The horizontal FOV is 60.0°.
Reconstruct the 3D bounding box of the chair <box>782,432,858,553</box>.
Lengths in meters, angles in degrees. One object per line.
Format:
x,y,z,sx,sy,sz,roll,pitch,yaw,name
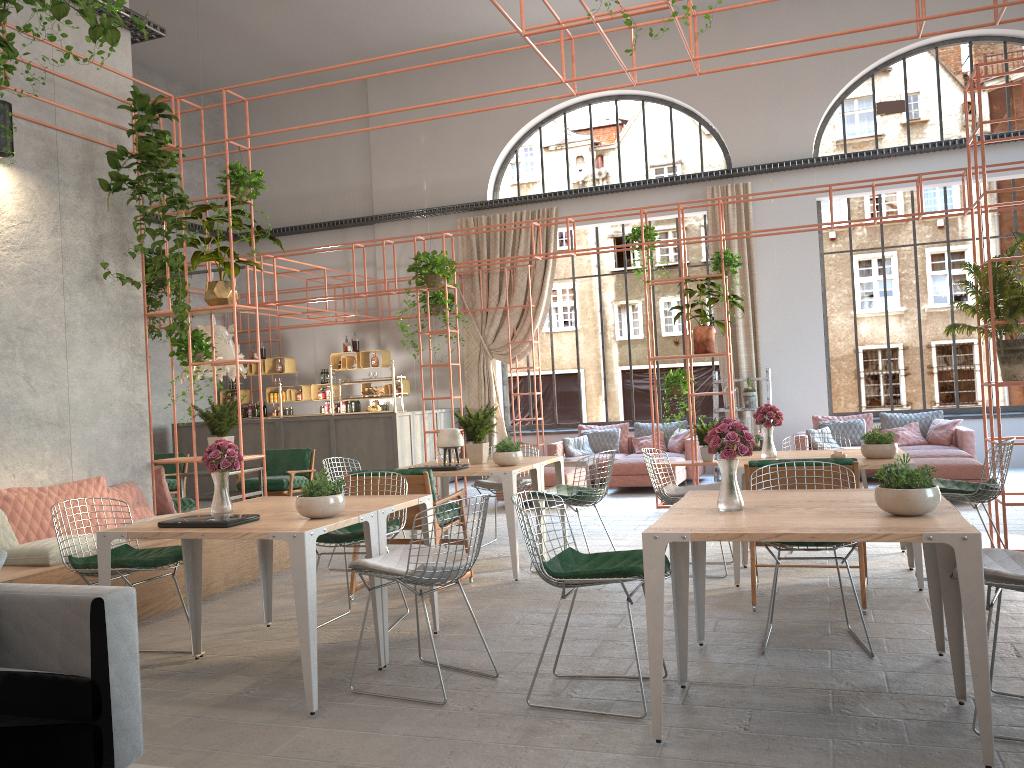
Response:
2.575,0.896,7.418,0.565,0.941,0.717,-3,-1,16,chair

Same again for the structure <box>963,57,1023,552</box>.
3.715,-0.506,6.541,0.424,3.602,0.624,-3,-1,19,structure

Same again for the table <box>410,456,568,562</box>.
-0.200,1.093,7.844,1.214,0.830,0.694,-3,-1,19,table

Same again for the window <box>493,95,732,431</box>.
1.677,-2.057,14.897,4.127,5.538,0.089,-3,-1,19,window

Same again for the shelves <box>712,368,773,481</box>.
3.436,0.596,13.196,0.842,1.618,0.856,-3,-1,19,shelves

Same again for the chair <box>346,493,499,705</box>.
-0.443,1.018,4.413,0.717,0.941,0.565,-4,-1,36,chair

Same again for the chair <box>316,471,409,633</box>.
-0.990,1.063,5.662,0.565,0.941,0.717,-3,-1,16,chair

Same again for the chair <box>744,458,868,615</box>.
1.862,0.916,5.627,0.722,0.917,0.685,-3,-1,19,chair

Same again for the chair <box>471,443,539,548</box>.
-0.053,1.046,8.325,0.565,0.941,0.717,-3,-1,16,chair

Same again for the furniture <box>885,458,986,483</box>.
4.715,1.063,9.922,0.976,0.446,0.941,-3,-1,19,furniture

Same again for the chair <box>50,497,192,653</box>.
-2.194,1.119,5.022,0.717,0.941,0.565,-3,-1,21,chair

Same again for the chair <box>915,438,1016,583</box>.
3.122,0.851,6.169,0.717,0.941,0.565,-4,-1,36,chair

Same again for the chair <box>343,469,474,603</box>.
-0.766,1.066,6.535,0.722,0.917,0.685,-3,-1,19,chair

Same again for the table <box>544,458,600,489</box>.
0.739,1.306,12.576,0.916,0.455,0.520,-3,-1,19,table

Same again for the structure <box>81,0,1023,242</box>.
-0.746,-3.147,7.430,15.203,0.110,15.603,-3,-1,19,structure

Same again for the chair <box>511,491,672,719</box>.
0.382,0.971,4.114,0.717,0.941,0.565,-3,-1,21,chair

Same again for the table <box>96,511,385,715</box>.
-1.365,1.113,4.523,1.205,0.830,0.694,-3,-1,19,table

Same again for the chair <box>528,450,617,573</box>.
0.495,1.002,7.076,0.717,0.941,0.565,-4,-1,36,chair

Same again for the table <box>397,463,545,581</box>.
-0.427,1.097,7.186,1.205,0.830,0.694,-3,-1,19,table

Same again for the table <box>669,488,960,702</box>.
1.438,0.961,4.271,1.214,0.830,0.694,-3,-1,19,table

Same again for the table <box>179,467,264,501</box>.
-2.978,1.290,9.156,0.602,0.798,0.635,-3,-1,19,table

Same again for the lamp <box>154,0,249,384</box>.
-4.855,-1.941,9.785,4.456,4.052,0.704,-3,-1,19,lamp

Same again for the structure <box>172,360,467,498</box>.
-3.176,0.751,14.928,4.057,2.022,2.579,-3,-1,19,structure

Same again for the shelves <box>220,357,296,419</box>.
-4.428,0.465,16.016,1.750,1.838,0.328,-3,-1,19,shelves

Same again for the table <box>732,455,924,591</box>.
2.201,0.959,6.278,1.205,0.830,0.694,-3,-1,19,table

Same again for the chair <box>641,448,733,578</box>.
1.371,0.952,6.777,0.717,0.941,0.565,-3,-1,21,chair

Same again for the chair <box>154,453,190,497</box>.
-4.331,1.313,10.620,0.722,0.930,0.685,-3,-1,19,chair

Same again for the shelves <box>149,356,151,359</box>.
-6.044,-0.239,14.202,0.186,0.790,0.560,-3,-1,20,shelves

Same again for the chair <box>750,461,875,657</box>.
1.586,0.915,4.754,0.565,0.941,0.717,-3,-1,16,chair

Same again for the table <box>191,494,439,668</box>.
-1.137,1.109,5.181,1.214,0.830,0.694,-3,-1,19,table

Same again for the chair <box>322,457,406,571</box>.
-1.257,1.102,7.685,0.717,0.941,0.565,-3,-1,21,chair

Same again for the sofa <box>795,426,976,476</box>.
4.914,0.966,11.745,2.219,0.672,1.960,-3,-1,20,sofa

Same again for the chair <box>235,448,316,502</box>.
-2.664,1.217,10.033,0.722,0.929,0.685,-3,-1,19,chair

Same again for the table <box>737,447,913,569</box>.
2.428,0.954,6.936,1.214,0.830,0.694,-3,-1,19,table

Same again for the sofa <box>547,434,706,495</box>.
1.585,1.158,12.918,2.219,0.672,1.960,-3,-1,20,sofa

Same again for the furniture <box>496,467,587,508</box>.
0.384,1.312,11.448,0.976,0.446,0.941,-3,-1,19,furniture

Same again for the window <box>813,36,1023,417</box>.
6.692,-2.342,13.130,4.126,5.544,0.089,-3,-1,19,window

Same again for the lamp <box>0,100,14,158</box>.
-3.535,-2.276,6.054,0.185,1.425,0.179,-3,-1,19,lamp

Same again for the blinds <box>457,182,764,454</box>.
1.458,-0.812,14.424,4.957,4.389,0.414,-3,-1,20,blinds

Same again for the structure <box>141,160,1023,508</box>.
0.885,-0.302,12.449,14.689,4.247,4.157,-3,-1,19,structure

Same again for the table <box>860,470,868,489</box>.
4.068,1.118,11.403,0.916,0.455,0.520,-3,-1,19,table

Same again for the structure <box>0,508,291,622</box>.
-5.336,1.533,6.918,5.831,0.500,4.386,-3,-1,19,structure

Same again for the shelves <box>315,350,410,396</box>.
-2.620,0.361,15.379,1.750,1.838,0.328,-3,-1,19,shelves

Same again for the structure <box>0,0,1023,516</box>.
-3.151,-0.729,5.864,14.096,4.345,4.501,-3,-1,18,structure

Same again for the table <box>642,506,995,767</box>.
1.211,0.965,3.615,1.205,0.830,0.694,-3,-1,19,table
